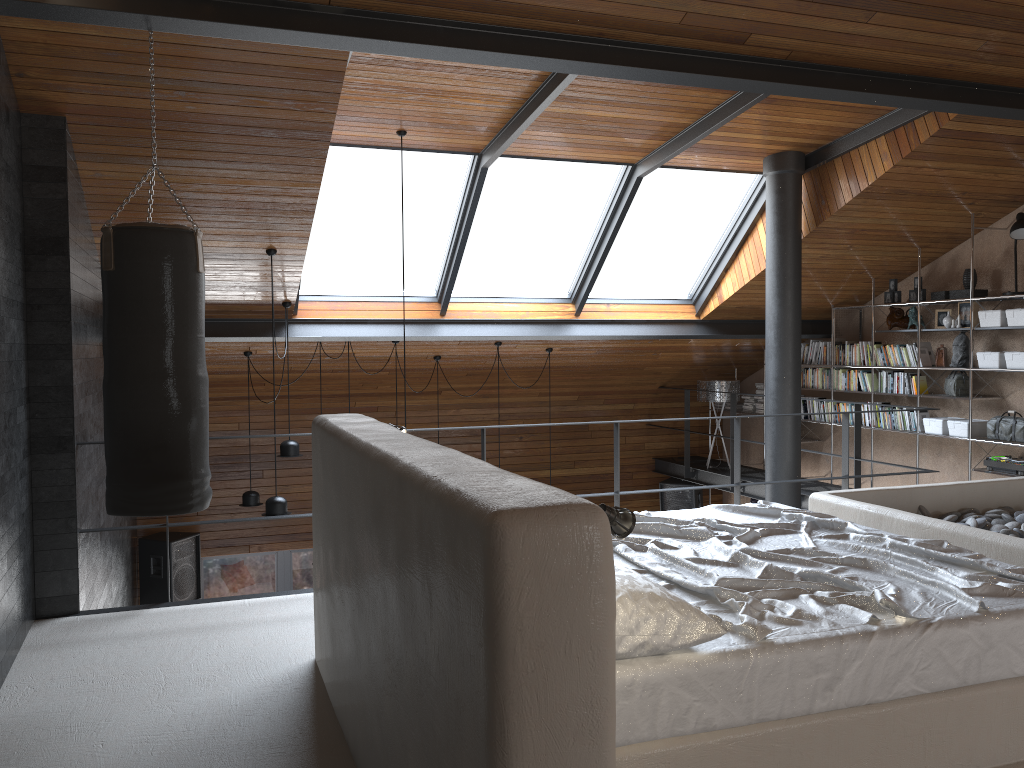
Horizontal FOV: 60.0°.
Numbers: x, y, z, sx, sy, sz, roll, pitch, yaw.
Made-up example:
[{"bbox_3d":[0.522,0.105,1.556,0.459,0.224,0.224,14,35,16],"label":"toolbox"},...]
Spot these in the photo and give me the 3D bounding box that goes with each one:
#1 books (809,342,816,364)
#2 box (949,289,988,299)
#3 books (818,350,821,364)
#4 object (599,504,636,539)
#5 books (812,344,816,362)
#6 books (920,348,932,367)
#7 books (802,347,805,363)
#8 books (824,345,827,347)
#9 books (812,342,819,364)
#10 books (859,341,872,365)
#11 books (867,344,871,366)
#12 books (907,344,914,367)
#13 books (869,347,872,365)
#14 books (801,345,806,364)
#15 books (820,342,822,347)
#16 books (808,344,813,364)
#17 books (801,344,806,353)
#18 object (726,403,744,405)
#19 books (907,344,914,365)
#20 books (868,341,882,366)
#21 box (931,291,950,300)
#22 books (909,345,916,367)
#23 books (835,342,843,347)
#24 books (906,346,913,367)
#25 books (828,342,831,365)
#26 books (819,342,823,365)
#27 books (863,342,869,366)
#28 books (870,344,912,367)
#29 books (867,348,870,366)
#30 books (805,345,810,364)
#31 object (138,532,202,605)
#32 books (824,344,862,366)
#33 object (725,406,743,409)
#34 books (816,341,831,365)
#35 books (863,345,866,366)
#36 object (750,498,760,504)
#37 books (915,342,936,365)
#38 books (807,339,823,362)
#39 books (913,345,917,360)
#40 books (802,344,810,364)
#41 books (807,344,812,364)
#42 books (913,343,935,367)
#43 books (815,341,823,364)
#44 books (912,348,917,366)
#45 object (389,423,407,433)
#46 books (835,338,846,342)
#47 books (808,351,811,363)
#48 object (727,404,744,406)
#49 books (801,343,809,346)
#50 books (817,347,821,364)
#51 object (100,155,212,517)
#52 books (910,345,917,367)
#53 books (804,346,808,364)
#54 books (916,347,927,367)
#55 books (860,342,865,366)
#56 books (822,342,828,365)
[{"bbox_3d":[3.194,-0.324,9.281,0.148,0.229,0.073,-1,2,-20],"label":"books"},{"bbox_3d":[3.863,-0.756,7.502,0.208,0.079,0.207,-1,3,-22],"label":"box"},{"bbox_3d":[3.251,-0.305,9.195,0.137,0.197,0.063,-1,2,-20],"label":"books"},{"bbox_3d":[0.189,0.304,1.867,0.156,0.106,0.087,-1,2,-23],"label":"object"},{"bbox_3d":[3.222,-0.311,9.282,0.164,0.214,0.066,-1,2,-19],"label":"books"},{"bbox_3d":[3.678,-0.237,7.909,0.112,0.169,0.068,-1,2,-20],"label":"books"},{"bbox_3d":[3.154,-0.306,9.445,0.120,0.186,0.064,-1,2,-20],"label":"books"},{"bbox_3d":[3.270,-0.297,9.126,0.143,0.199,0.019,-1,2,-20],"label":"books"},{"bbox_3d":[3.210,-0.323,9.238,0.148,0.229,0.073,-1,2,-20],"label":"books"},{"bbox_3d":[3.443,-0.296,8.610,0.143,0.236,0.062,-1,2,-20],"label":"books"},{"bbox_3d":[3.484,-0.277,8.514,0.149,0.205,0.049,-1,2,-20],"label":"books"},{"bbox_3d":[3.668,-0.262,8.032,0.164,0.209,0.084,-1,2,-20],"label":"books"},{"bbox_3d":[3.485,-0.264,8.486,0.131,0.180,0.042,-1,2,-20],"label":"books"},{"bbox_3d":[3.144,-0.312,9.456,0.131,0.202,0.068,-1,2,-20],"label":"books"},{"bbox_3d":[3.252,-0.322,9.211,0.148,0.229,0.073,-1,2,-20],"label":"books"},{"bbox_3d":[3.201,-0.311,9.321,0.155,0.212,0.073,-1,2,-20],"label":"books"},{"bbox_3d":[3.139,-0.317,9.468,0.137,0.213,0.068,-1,2,-20],"label":"books"},{"bbox_3d":[2.718,0.238,10.719,0.203,0.013,0.161,-1,2,-20],"label":"object"},{"bbox_3d":[3.672,-0.262,8.023,0.170,0.209,0.082,-1,2,-21],"label":"books"},{"bbox_3d":[3.495,-0.291,8.507,0.148,0.233,0.053,-1,2,-20],"label":"books"},{"bbox_3d":[3.797,-0.764,7.709,0.208,0.079,0.207,-1,2,-6],"label":"box"},{"bbox_3d":[3.652,-0.252,7.992,0.127,0.192,0.079,-1,2,-20],"label":"books"},{"bbox_3d":[3.311,-0.308,8.975,0.129,0.231,0.010,-1,2,-20],"label":"books"},{"bbox_3d":[3.649,-0.253,8.035,0.127,0.192,0.079,-1,2,-20],"label":"books"},{"bbox_3d":[3.294,-0.313,9.079,0.148,0.234,0.013,-1,2,-20],"label":"books"},{"bbox_3d":[3.251,-0.315,9.168,0.148,0.233,0.053,-1,2,-20],"label":"books"},{"bbox_3d":[3.454,-0.292,8.530,0.148,0.233,0.053,-1,2,-20],"label":"books"},{"bbox_3d":[3.556,-0.265,8.244,0.139,0.206,0.497,-1,2,-20],"label":"books"},{"bbox_3d":[3.474,-0.266,8.521,0.131,0.180,0.042,-1,2,-20],"label":"books"},{"bbox_3d":[3.169,-0.308,9.387,0.123,0.201,0.071,-1,2,-20],"label":"books"},{"bbox_3d":[-3.410,2.665,8.786,0.686,2.298,0.639,0,2,19],"label":"object"},{"bbox_3d":[3.340,-0.295,8.869,0.131,0.216,0.509,-1,2,-20],"label":"books"},{"bbox_3d":[2.739,0.285,10.718,0.262,0.025,0.176,-1,2,-20],"label":"object"},{"bbox_3d":[3.269,-0.323,9.233,0.191,0.244,0.075,-1,2,-19],"label":"books"},{"bbox_3d":[3.460,-0.276,8.560,0.139,0.201,0.057,-1,2,-20],"label":"books"},{"bbox_3d":[2.865,1.675,10.496,0.244,0.879,0.244,0,2,9],"label":"object"},{"bbox_3d":[3.706,-0.273,7.945,0.177,0.209,0.082,-1,2,-20],"label":"books"},{"bbox_3d":[3.196,-0.337,9.366,0.143,0.264,0.088,-1,2,-20],"label":"books"},{"bbox_3d":[3.676,-0.253,7.959,0.125,0.200,0.088,-1,2,-20],"label":"books"},{"bbox_3d":[3.158,-0.316,9.414,0.133,0.215,0.070,-1,2,-19],"label":"books"},{"bbox_3d":[3.182,-0.314,9.350,0.118,0.218,0.073,-1,2,-20],"label":"books"},{"bbox_3d":[3.691,-0.261,7.947,0.161,0.215,0.092,-1,2,-20],"label":"books"},{"bbox_3d":[3.261,-0.326,9.242,0.191,0.249,0.077,-1,2,-19],"label":"books"},{"bbox_3d":[3.664,-0.237,7.967,0.119,0.166,0.072,-1,2,-20],"label":"books"},{"bbox_3d":[-0.548,0.228,3.884,0.165,0.106,0.085,0,2,8],"label":"object"},{"bbox_3d":[3.323,-0.327,8.996,0.143,0.268,0.020,-1,2,-20],"label":"books"},{"bbox_3d":[3.198,-0.305,9.343,0.137,0.197,0.063,-1,2,-20],"label":"books"},{"bbox_3d":[2.748,0.253,10.704,0.228,0.016,0.182,-1,2,-20],"label":"object"},{"bbox_3d":[3.112,-0.325,9.510,0.122,0.227,0.076,-1,2,-20],"label":"books"},{"bbox_3d":[3.237,-0.296,9.205,0.131,0.178,0.057,-1,2,-20],"label":"books"},{"bbox_3d":[-1.601,-0.220,4.000,0.445,1.603,0.442,0,2,8],"label":"object"},{"bbox_3d":[3.663,-0.252,7.985,0.127,0.192,0.079,-1,2,-20],"label":"books"},{"bbox_3d":[3.164,-0.305,9.405,0.126,0.194,0.064,-1,2,-20],"label":"books"},{"bbox_3d":[3.680,-0.241,7.922,0.117,0.176,0.074,-1,2,-20],"label":"books"},{"bbox_3d":[3.437,-0.294,8.575,0.148,0.233,0.053,-1,2,-20],"label":"books"},{"bbox_3d":[3.264,-0.315,9.148,0.148,0.234,0.033,-1,2,-20],"label":"books"}]
